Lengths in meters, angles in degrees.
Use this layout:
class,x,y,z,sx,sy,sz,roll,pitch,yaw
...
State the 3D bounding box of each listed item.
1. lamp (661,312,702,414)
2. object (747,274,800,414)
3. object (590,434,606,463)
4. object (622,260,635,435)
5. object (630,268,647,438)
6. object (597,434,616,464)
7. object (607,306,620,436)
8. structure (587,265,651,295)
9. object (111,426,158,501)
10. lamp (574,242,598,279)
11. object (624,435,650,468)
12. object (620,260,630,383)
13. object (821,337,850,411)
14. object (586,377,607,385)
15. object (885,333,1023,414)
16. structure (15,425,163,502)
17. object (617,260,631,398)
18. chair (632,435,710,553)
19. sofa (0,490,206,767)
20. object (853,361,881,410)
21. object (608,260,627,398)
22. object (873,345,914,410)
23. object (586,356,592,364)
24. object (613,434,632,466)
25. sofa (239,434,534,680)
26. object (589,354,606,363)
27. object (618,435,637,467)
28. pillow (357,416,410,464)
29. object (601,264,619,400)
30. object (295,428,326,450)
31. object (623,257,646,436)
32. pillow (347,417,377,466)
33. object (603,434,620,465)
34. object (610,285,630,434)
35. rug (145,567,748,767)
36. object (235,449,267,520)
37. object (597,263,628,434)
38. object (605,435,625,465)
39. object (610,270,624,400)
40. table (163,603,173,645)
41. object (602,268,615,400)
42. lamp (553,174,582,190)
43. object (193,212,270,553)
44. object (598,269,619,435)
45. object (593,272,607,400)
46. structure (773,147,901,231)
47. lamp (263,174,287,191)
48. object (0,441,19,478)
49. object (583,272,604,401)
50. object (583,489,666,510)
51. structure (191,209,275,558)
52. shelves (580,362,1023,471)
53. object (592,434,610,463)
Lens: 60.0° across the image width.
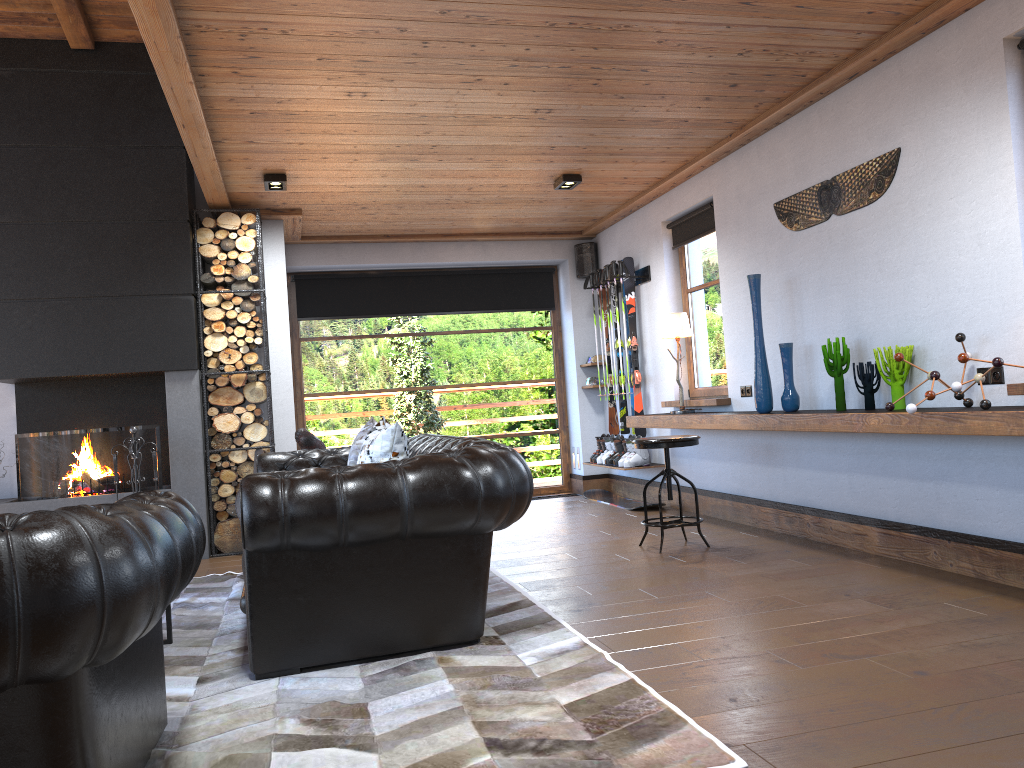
class,x,y,z,sx,sy,sz,roll,pitch,yaw
lamp,1.530,0.169,7.016,0.635,1.482,0.245,-4,-2,-12
object,1.606,-0.255,5.467,0.271,0.863,0.112,-5,-2,31
object,0.858,0.621,8.615,0.254,0.270,0.115,-3,-2,-25
object,1.098,-0.348,8.130,0.112,1.622,0.072,-3,-2,-15
object,1.089,-0.320,7.988,0.116,1.607,0.094,-3,-2,-15
object,0.914,0.612,8.382,0.253,0.270,0.116,-4,-2,-10
object,0.929,-0.293,8.633,0.116,1.607,0.094,-3,-2,-15
structure,0.962,-0.950,8.282,0.321,0.135,1.044,-4,-1,-14
object,-2.639,0.804,6.241,0.304,1.018,0.311,-5,-2,31
lamp,0.768,-1.268,9.112,0.215,0.349,0.212,-3,-2,-15
object,1.077,0.585,7.727,0.253,0.270,0.115,-3,-2,-20
object,1.091,-0.345,8.205,0.112,1.622,0.072,-3,-2,-15
object,1.816,-0.053,4.945,0.156,0.411,0.148,-6,-3,44
object,0.870,-0.031,9.012,0.186,0.084,0.354,-5,-1,21
object,2.023,-0.059,4.052,0.519,0.349,0.649,-4,-2,13
structure,-3.116,0.591,6.508,0.988,0.514,0.182,-4,-2,-15
object,1.033,-0.488,7.904,0.119,1.250,0.060,-5,-3,37
chair,1.013,0.696,5.684,0.443,0.717,0.439,-4,-2,-11
sofa,-2.080,0.751,2.009,2.583,0.838,1.231,-4,-2,-16
object,1.916,0.011,4.769,0.125,0.261,0.128,-2,-3,-45
object,0.932,-0.480,7.934,0.119,1.250,0.060,-6,-3,42
object,1.979,-0.034,4.560,0.180,0.332,0.201,-5,-2,35
object,0.837,-0.246,9.098,0.161,0.084,0.188,-4,-2,-16
object,1.034,0.595,8.019,0.251,0.270,0.116,-4,-2,0
sofa,-0.723,0.716,4.579,1.247,0.838,2.548,-4,-1,-15
object,0.880,-0.253,8.926,0.191,0.084,0.158,-4,-2,-16
object,1.047,0.590,7.849,0.253,0.270,0.115,-3,-2,-20
pillow,-0.649,0.395,4.414,0.285,0.469,0.525,-4,-2,-11
object,0.895,-0.472,8.142,0.119,1.250,0.059,-5,-2,32
object,-1.353,0.452,6.010,0.148,0.319,0.250,-5,-2,27
object,1.101,-0.337,7.892,0.116,1.607,0.094,-3,-2,-15
pillow,-0.812,0.422,5.069,0.285,0.469,0.525,-4,-2,-11
object,0.957,0.606,8.269,0.253,0.270,0.116,-4,-2,-10
object,1.008,-0.335,8.412,0.112,1.622,0.072,-3,-2,-15
rug,-1.021,1.115,3.927,2.446,0.053,4.019,-4,-1,-14
object,-1.919,0.880,6.632,0.270,0.795,0.260,-3,-2,-31
object,0.944,-0.332,8.328,0.256,1.622,0.103,-3,-2,-19
object,0.970,0.602,8.141,0.251,0.270,0.117,-4,-2,5
object,0.961,-0.477,8.146,0.059,1.250,0.119,-3,-2,-32
table,-1.696,1.000,3.667,0.402,0.350,0.647,-4,-2,-9
object,0.905,-0.468,8.371,0.059,1.250,0.119,-3,-2,-32
lamp,0.428,-1.565,6.846,0.156,0.068,0.259,-4,-1,-14
object,-2.155,-0.012,6.946,0.497,2.613,0.463,-3,-2,-15
object,0.941,-0.311,8.537,0.116,1.607,0.094,-3,-2,-15
object,0.849,-0.458,8.597,0.059,1.250,0.119,-3,-2,-32
structure,1.828,-1.082,5.175,0.099,0.240,1.240,-3,-1,-14
lamp,-1.672,-1.431,6.266,0.156,0.068,0.259,-4,-1,-14
object,-2.219,0.454,3.566,0.407,0.808,0.618,-4,-2,-3
object,0.787,-0.455,8.542,0.122,1.250,0.058,-3,-2,-33
object,1.016,1.069,8.223,0.309,0.065,1.613,-4,-1,-14
structure,-2.147,-0.019,6.939,0.505,2.618,0.508,-3,-2,-15
shelves,1.626,0.160,5.955,0.616,0.989,6.600,-4,-1,-14
object,0.884,0.616,8.501,0.253,0.270,0.116,-4,-2,-10
